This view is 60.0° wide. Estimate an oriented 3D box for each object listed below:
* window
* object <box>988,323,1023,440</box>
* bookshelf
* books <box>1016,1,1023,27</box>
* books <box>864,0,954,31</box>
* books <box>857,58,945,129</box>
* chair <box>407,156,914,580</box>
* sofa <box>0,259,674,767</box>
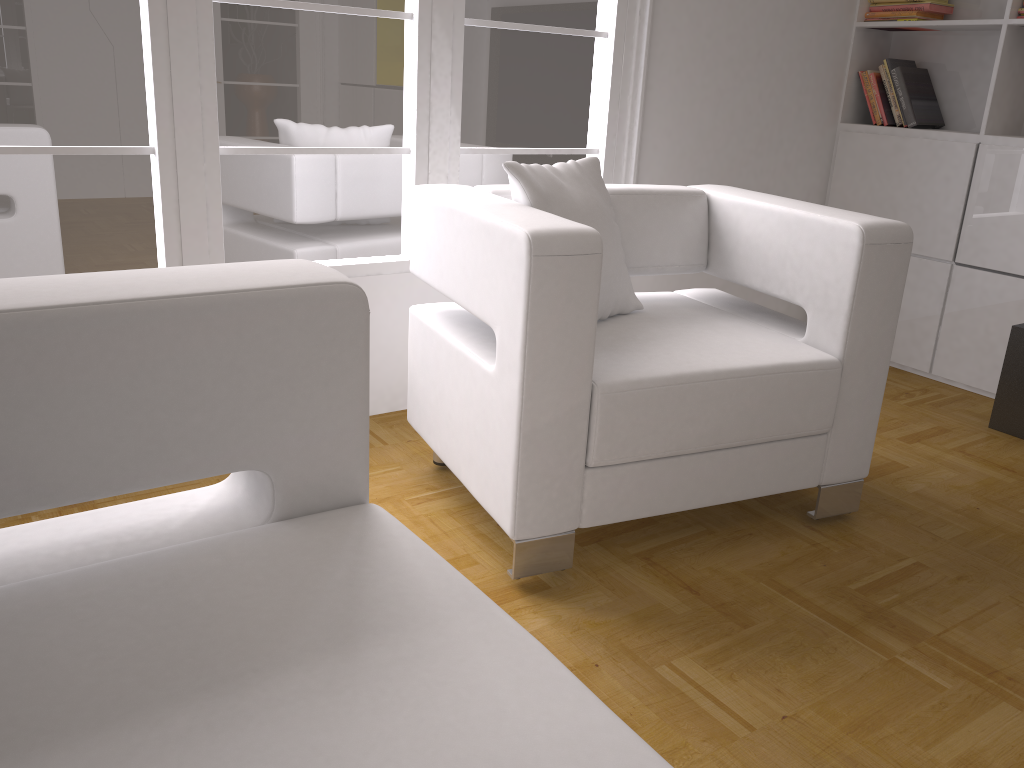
[{"bbox_3d":[-0.912,-1.022,2.406,3.355,2.512,0.196,-10,22,-33],"label":"window"},{"bbox_3d":[1.909,-0.007,3.184,0.217,0.389,0.212,-9,22,-33],"label":"object"},{"bbox_3d":[3.144,-0.616,1.962,0.390,2.464,5.390,-9,22,-33],"label":"bookshelf"},{"bbox_3d":[2.093,-1.416,3.315,0.208,0.152,0.285,-10,23,-33],"label":"books"},{"bbox_3d":[1.716,-1.616,3.835,0.208,0.152,0.285,-10,23,-33],"label":"books"},{"bbox_3d":[2.724,-1.305,2.366,0.236,1.446,3.880,-9,22,-33],"label":"books"},{"bbox_3d":[0.357,-0.141,2.456,1.097,0.906,0.806,-5,20,-24],"label":"chair"},{"bbox_3d":[0.092,0.637,0.291,0.823,0.843,2.635,-9,23,-33],"label":"sofa"}]
